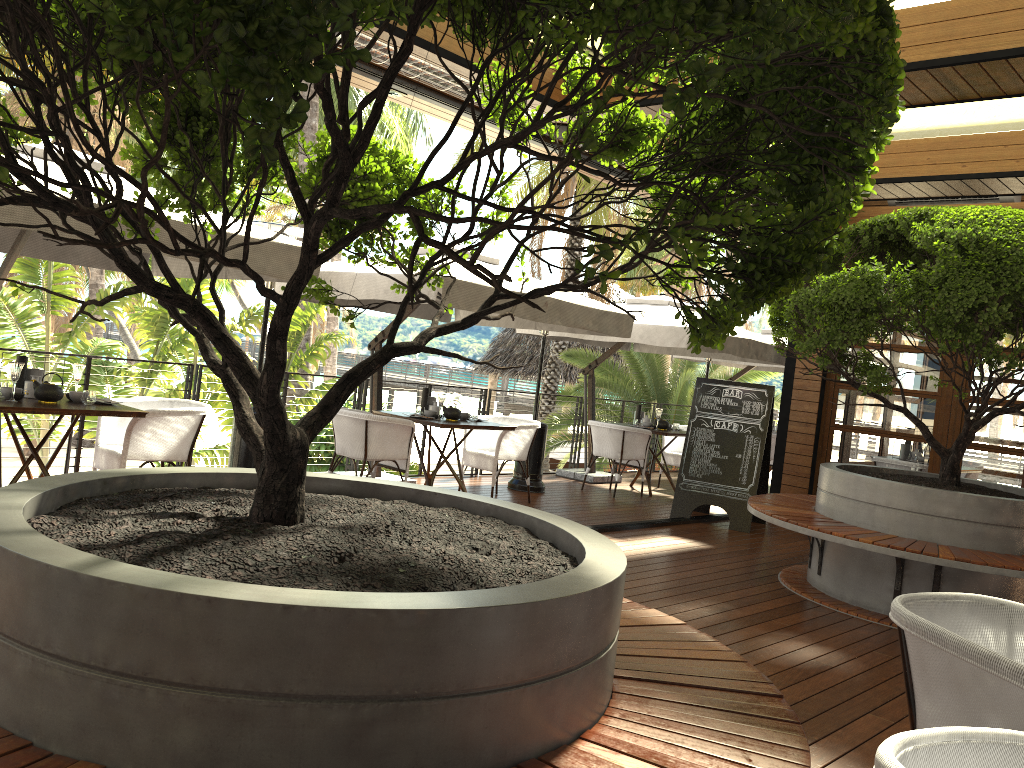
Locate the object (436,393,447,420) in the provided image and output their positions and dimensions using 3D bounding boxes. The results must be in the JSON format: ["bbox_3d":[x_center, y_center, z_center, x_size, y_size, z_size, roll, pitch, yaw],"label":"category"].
[{"bbox_3d":[-0.614,0.197,7.616,0.082,0.227,0.082,7,0,32],"label":"object"}]

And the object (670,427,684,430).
[{"bbox_3d":[1.908,0.528,10.653,0.295,0.025,0.170,8,2,43],"label":"object"}]

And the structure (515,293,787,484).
[{"bbox_3d":[1.637,0.098,10.422,2.416,2.332,2.411,8,1,43],"label":"structure"}]

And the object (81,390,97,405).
[{"bbox_3d":[-2.616,0.084,5.483,0.086,0.086,0.086,6,1,-43],"label":"object"}]

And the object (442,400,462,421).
[{"bbox_3d":[-0.522,0.230,7.826,0.163,0.179,0.167,8,1,45],"label":"object"}]

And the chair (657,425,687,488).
[{"bbox_3d":[2.205,0.927,10.985,0.628,0.788,0.616,7,1,44],"label":"chair"}]

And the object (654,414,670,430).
[{"bbox_3d":[1.756,0.441,10.313,0.168,0.179,0.163,7,1,41],"label":"object"}]

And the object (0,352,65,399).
[{"bbox_3d":[-3.006,-0.052,5.556,0.263,0.264,0.263,7,1,-2],"label":"object"}]

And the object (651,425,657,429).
[{"bbox_3d":[1.634,0.499,10.178,0.080,0.042,0.080,8,1,34],"label":"object"}]

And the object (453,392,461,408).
[{"bbox_3d":[-0.520,0.195,8.165,0.082,0.227,0.082,7,1,44],"label":"object"}]

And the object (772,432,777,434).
[{"bbox_3d":[3.788,0.705,12.603,0.295,0.025,0.170,8,2,43],"label":"object"}]

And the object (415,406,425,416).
[{"bbox_3d":[-0.808,0.243,7.820,0.086,0.086,0.086,6,1,-43],"label":"object"}]

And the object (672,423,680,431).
[{"bbox_3d":[1.932,0.505,10.442,0.086,0.086,0.086,6,1,-43],"label":"object"}]

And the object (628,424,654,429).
[{"bbox_3d":[1.490,0.492,10.097,0.295,0.025,0.170,8,2,43],"label":"object"}]

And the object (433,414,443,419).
[{"bbox_3d":[-0.644,0.288,7.695,0.080,0.042,0.080,7,1,4],"label":"object"}]

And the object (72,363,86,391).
[{"bbox_3d":[-2.790,-0.015,5.689,0.082,0.227,0.082,7,1,44],"label":"object"}]

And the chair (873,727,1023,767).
[{"bbox_3d":[0.849,0.999,1.293,0.616,0.788,0.628,6,1,-26],"label":"chair"}]

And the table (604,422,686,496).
[{"bbox_3d":[1.640,0.892,10.414,0.933,0.749,0.930,8,1,43],"label":"table"}]

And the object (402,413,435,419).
[{"bbox_3d":[-0.788,0.281,7.613,0.295,0.025,0.170,8,2,43],"label":"object"}]

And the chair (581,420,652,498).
[{"bbox_3d":[1.140,0.827,9.860,0.628,0.788,0.616,7,1,44],"label":"chair"}]

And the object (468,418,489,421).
[{"bbox_3d":[-0.370,0.318,8.170,0.295,0.025,0.170,8,2,43],"label":"object"}]

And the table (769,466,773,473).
[{"bbox_3d":[3.922,1.103,12.903,0.933,0.749,0.930,8,1,43],"label":"table"}]

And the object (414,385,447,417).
[{"bbox_3d":[-0.735,0.158,8.032,0.263,0.264,0.263,7,1,-2],"label":"object"}]

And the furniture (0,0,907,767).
[{"bbox_3d":[-0.504,-0.138,2.298,2.619,2.722,2.692,7,1,33],"label":"furniture"}]

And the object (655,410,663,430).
[{"bbox_3d":[1.664,0.408,10.099,0.082,0.227,0.082,7,1,44],"label":"object"}]

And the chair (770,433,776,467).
[{"bbox_3d":[3.401,1.036,12.325,0.628,0.788,0.616,7,1,44],"label":"chair"}]

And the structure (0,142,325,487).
[{"bbox_3d":[-2.915,-0.323,5.459,2.416,2.332,2.411,8,1,43],"label":"structure"}]

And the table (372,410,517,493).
[{"bbox_3d":[-0.642,0.680,7.926,0.933,0.749,0.930,8,1,43],"label":"table"}]

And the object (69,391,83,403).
[{"bbox_3d":[-2.709,0.083,5.546,0.116,0.065,0.116,8,1,41],"label":"object"}]

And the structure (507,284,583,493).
[{"bbox_3d":[0.279,0.027,9.383,0.700,2.192,0.698,7,0,30],"label":"structure"}]

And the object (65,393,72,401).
[{"bbox_3d":[-2.784,0.084,5.612,0.080,0.042,0.080,7,1,4],"label":"object"}]

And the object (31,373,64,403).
[{"bbox_3d":[-2.793,0.020,5.350,0.163,0.179,0.167,8,1,45],"label":"object"}]

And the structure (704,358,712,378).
[{"bbox_3d":[2.569,0.238,11.881,0.700,2.192,0.698,7,0,30],"label":"structure"}]

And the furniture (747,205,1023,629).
[{"bbox_3d":[3.039,0.192,6.059,2.570,2.722,2.719,7,1,8],"label":"furniture"}]

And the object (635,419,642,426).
[{"bbox_3d":[1.470,0.454,10.303,0.086,0.086,0.086,6,1,-43],"label":"object"}]

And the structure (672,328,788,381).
[{"bbox_3d":[3.913,0.309,12.903,2.416,2.332,2.411,8,1,43],"label":"structure"}]

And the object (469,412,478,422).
[{"bbox_3d":[-0.345,0.295,7.959,0.086,0.086,0.086,6,1,-43],"label":"object"}]

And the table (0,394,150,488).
[{"bbox_3d":[-2.925,0.469,5.437,0.933,0.749,0.930,8,1,43],"label":"table"}]

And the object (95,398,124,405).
[{"bbox_3d":[-2.641,0.108,5.694,0.295,0.025,0.170,8,2,43],"label":"object"}]

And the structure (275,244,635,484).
[{"bbox_3d":[-0.639,-0.112,7.941,2.416,2.332,2.411,8,1,43],"label":"structure"}]

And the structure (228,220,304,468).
[{"bbox_3d":[-1.965,-0.181,6.936,0.700,2.192,0.698,7,0,30],"label":"structure"}]

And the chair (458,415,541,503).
[{"bbox_3d":[-0.107,0.713,8.464,0.628,0.788,0.616,7,1,44],"label":"chair"}]

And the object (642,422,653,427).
[{"bbox_3d":[1.563,0.477,10.244,0.116,0.065,0.116,6,2,-43],"label":"object"}]

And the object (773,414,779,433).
[{"bbox_3d":[3.841,0.581,13.022,0.263,0.264,0.263,7,1,-2],"label":"object"}]

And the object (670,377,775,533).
[{"bbox_3d":[2.122,0.665,8.751,0.769,1.397,0.771,7,1,27],"label":"object"}]

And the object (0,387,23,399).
[{"bbox_3d":[-2.986,0.056,5.285,0.116,0.065,0.116,8,1,41],"label":"object"}]

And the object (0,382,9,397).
[{"bbox_3d":[-3.078,0.033,5.344,0.086,0.086,0.086,6,1,-43],"label":"object"}]

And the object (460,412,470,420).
[{"bbox_3d":[-0.439,0.293,8.022,0.116,0.065,0.116,8,1,41],"label":"object"}]

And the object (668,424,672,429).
[{"bbox_3d":[1.839,0.504,10.505,0.116,0.065,0.116,6,2,-43],"label":"object"}]

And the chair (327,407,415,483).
[{"bbox_3d":[-1.211,0.610,7.296,0.628,0.788,0.616,7,1,44],"label":"chair"}]

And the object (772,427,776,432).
[{"bbox_3d":[3.769,0.666,12.810,0.086,0.086,0.086,6,1,-43],"label":"object"}]

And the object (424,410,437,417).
[{"bbox_3d":[-0.715,0.266,7.761,0.116,0.065,0.116,8,1,41],"label":"object"}]

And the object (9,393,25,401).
[{"bbox_3d":[-2.915,0.078,5.219,0.080,0.042,0.080,7,1,4],"label":"object"}]

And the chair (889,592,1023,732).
[{"bbox_3d":[1.334,1.031,2.368,0.627,0.788,0.617,6,1,-26],"label":"chair"}]

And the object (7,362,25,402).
[{"bbox_3d":[-2.884,-0.013,5.140,0.082,0.227,0.082,7,1,44],"label":"object"}]

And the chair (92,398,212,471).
[{"bbox_3d":[-2.410,0.500,5.953,0.628,0.788,0.616,7,1,44],"label":"chair"}]

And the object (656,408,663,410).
[{"bbox_3d":[1.758,0.406,10.648,0.082,0.227,0.082,7,1,44],"label":"object"}]

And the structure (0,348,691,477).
[{"bbox_3d":[-4.469,0.245,5.495,0.163,1.153,26.240,7,1,43],"label":"structure"}]

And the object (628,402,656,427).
[{"bbox_3d":[1.543,0.369,10.515,0.263,0.264,0.263,7,1,-2],"label":"object"}]
